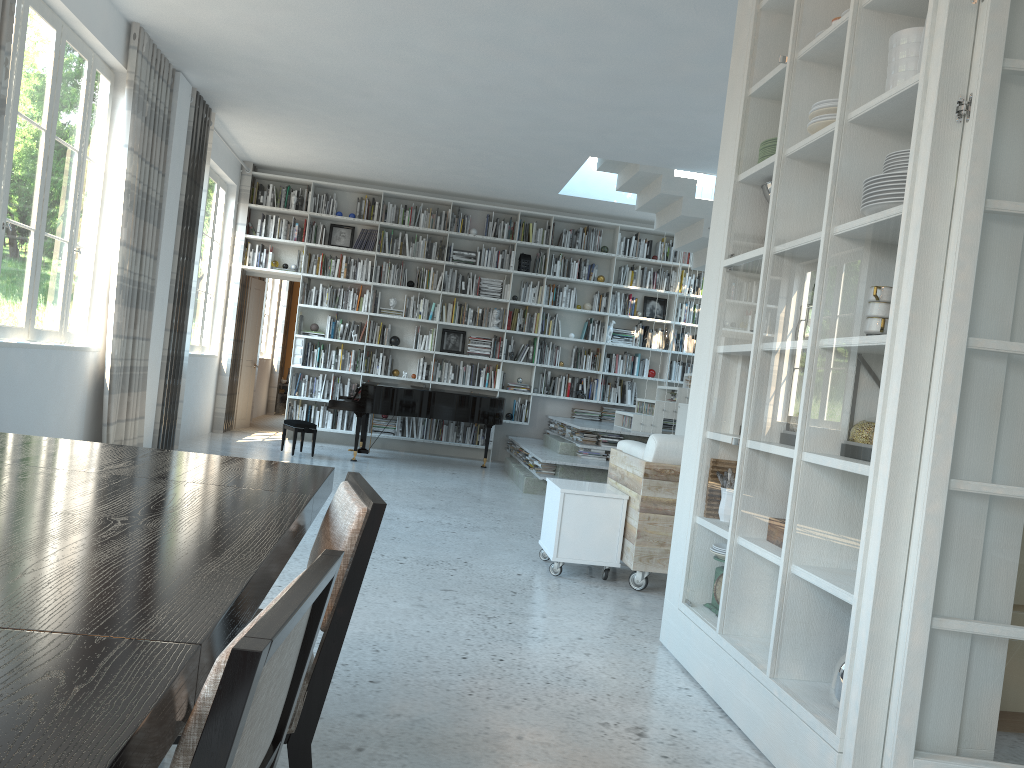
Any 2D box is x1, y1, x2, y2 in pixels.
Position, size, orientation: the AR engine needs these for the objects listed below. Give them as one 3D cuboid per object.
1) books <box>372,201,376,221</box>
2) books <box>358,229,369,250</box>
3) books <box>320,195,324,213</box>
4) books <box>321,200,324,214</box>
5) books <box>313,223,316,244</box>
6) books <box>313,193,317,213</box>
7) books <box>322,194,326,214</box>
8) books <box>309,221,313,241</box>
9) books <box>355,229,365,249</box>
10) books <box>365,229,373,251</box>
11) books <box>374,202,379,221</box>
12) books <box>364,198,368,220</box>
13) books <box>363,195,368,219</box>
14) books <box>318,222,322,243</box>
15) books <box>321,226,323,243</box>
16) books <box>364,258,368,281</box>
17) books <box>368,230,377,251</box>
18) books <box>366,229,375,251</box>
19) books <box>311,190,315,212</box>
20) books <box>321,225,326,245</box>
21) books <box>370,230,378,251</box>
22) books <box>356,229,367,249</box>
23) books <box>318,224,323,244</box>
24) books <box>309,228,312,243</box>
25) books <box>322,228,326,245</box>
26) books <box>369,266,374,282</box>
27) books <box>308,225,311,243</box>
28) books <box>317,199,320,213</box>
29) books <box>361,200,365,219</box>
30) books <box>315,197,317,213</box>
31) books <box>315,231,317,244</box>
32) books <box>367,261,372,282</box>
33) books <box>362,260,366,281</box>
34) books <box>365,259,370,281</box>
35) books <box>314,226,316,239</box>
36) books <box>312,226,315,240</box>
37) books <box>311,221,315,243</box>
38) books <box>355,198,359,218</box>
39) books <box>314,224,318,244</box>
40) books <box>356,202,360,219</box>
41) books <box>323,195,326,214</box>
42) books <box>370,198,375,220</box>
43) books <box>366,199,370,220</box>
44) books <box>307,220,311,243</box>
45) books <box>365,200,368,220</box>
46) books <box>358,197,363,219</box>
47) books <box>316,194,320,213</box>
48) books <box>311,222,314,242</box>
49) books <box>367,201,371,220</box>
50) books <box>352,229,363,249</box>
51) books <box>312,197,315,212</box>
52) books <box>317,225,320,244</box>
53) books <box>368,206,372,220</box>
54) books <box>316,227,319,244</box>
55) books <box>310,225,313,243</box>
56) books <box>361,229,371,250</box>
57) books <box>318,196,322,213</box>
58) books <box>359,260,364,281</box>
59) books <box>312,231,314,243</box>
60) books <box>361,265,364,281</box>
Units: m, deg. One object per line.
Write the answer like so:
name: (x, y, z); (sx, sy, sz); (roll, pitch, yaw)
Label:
books: (-1.691, -2.100, 10.890); (0.022, 0.260, 0.152); (7, 1, -7)
books: (-1.820, -1.753, 10.888); (0.110, 0.279, 0.174); (7, 1, -7)
books: (-2.317, -2.166, 10.806); (0.016, 0.243, 0.156); (7, 1, -7)
books: (-2.307, -2.139, 10.817); (0.014, 0.192, 0.146); (7, 1, -7)
books: (-2.401, -1.814, 10.797); (0.009, 0.260, 0.184); (7, 1, -7)
books: (-2.402, -2.184, 10.801); (0.007, 0.259, 0.156); (7, 1, -7)
books: (-2.287, -2.171, 10.805); (0.016, 0.261, 0.154); (7, 1, -7)
books: (-2.451, -1.833, 10.797); (0.006, 0.287, 0.148); (7, 1, -7)
books: (-1.865, -1.758, 10.882); (0.110, 0.279, 0.174); (7, 1, -7)
books: (-1.757, -1.751, 10.895); (0.078, 0.286, 0.174); (7, 1, -7)
books: (-1.663, -2.094, 10.880); (0.031, 0.254, 0.178); (7, 1, -7)
books: (-1.790, -2.123, 10.871); (0.013, 0.283, 0.166); (7, 1, -7)
books: (-1.802, -2.144, 10.884); (0.014, 0.321, 0.136); (7, 1, -7)
books: (-2.338, -1.817, 10.806); (0.005, 0.281, 0.190); (7, 1, -7)
books: (-2.309, -1.798, 10.810); (0.011, 0.250, 0.168); (7, 1, -7)
books: (-1.790, -1.388, 10.871); (0.012, 0.291, 0.182); (7, 1, -7)
books: (-1.713, -1.745, 10.900); (0.078, 0.286, 0.174); (7, 1, -7)
books: (-1.736, -1.748, 10.902); (0.078, 0.286, 0.174); (7, 1, -7)
books: (-2.424, -2.200, 10.801); (0.007, 0.285, 0.159); (7, 1, -7)
books: (-2.298, -1.799, 10.810); (0.012, 0.255, 0.166); (7, 1, -7)
books: (-1.689, -1.743, 10.889); (0.078, 0.286, 0.174); (7, 1, -7)
books: (-1.841, -1.755, 10.867); (0.110, 0.279, 0.174); (7, 1, -7)
books: (-2.324, -1.804, 10.799); (0.023, 0.258, 0.183); (7, 1, -7)
books: (-2.445, -1.791, 10.803); (0.015, 0.207, 0.172); (7, 1, -7)
books: (-2.287, -1.778, 10.804); (0.012, 0.214, 0.185); (7, 1, -7)
books: (-1.712, -1.334, 10.866); (0.039, 0.202, 0.236); (7, 1, -7)
books: (-2.464, -1.808, 10.820); (0.006, 0.233, 0.136); (7, 1, -7)
books: (-2.350, -2.145, 10.814); (0.017, 0.194, 0.129); (7, 1, -7)
books: (-1.824, -2.110, 10.856); (0.028, 0.249, 0.155); (7, 1, -7)
books: (-2.385, -2.157, 10.803); (0.032, 0.210, 0.158); (7, 1, -7)
books: (-2.382, -1.789, 10.829); (0.012, 0.214, 0.132); (7, 1, -7)
books: (-1.748, -1.369, 10.886); (0.035, 0.264, 0.177); (7, 1, -7)
books: (-1.813, -1.378, 10.898); (0.024, 0.266, 0.155); (7, 1, -7)
books: (-1.775, -1.385, 10.885); (0.022, 0.289, 0.169); (7, 1, -7)
books: (-2.393, -1.808, 10.808); (0.010, 0.249, 0.166); (7, 1, -7)
books: (-2.415, -1.800, 10.792); (0.009, 0.228, 0.184); (7, 1, -7)
books: (-2.420, -1.831, 10.807); (0.006, 0.289, 0.144); (7, 1, -7)
books: (-1.896, -2.133, 10.866); (0.013, 0.278, 0.150); (7, 1, -7)
books: (-2.384, -1.805, 10.787); (0.004, 0.246, 0.189); (7, 1, -7)
books: (-1.878, -2.101, 10.856); (0.028, 0.218, 0.153); (7, 1, -7)
books: (-2.274, -2.175, 10.805); (0.007, 0.272, 0.154); (7, 1, -7)
books: (-1.709, -2.120, 10.863); (0.025, 0.297, 0.163); (7, 1, -7)
books: (-1.767, -2.116, 10.863); (0.011, 0.274, 0.183); (7, 1, -7)
books: (-2.463, -1.838, 10.785); (0.005, 0.293, 0.184); (7, 1, -7)
books: (-1.778, -2.112, 10.861); (0.010, 0.263, 0.156); (7, 1, -7)
books: (-1.849, -2.128, 10.854); (0.024, 0.280, 0.187); (7, 1, -7)
books: (-2.360, -2.174, 10.798); (0.012, 0.249, 0.180); (7, 1, -7)
books: (-2.426, -1.826, 10.804); (0.005, 0.277, 0.146); (7, 1, -7)
books: (-1.760, -2.105, 10.893); (0.013, 0.254, 0.129); (7, 1, -7)
books: (-1.887, -1.761, 10.871); (0.110, 0.279, 0.174); (7, 1, -7)
books: (-2.416, -2.158, 10.795); (0.017, 0.204, 0.142); (7, 1, -7)
books: (-2.352, -1.800, 10.807); (0.019, 0.244, 0.153); (7, 1, -7)
books: (-1.742, -2.071, 10.872); (0.027, 0.190, 0.177); (7, 1, -7)
books: (-2.364, -1.789, 10.795); (0.018, 0.219, 0.186); (7, 1, -7)
books: (-2.434, -1.807, 10.804); (0.005, 0.238, 0.154); (7, 1, -7)
books: (-1.788, -1.751, 10.871); (0.097, 0.282, 0.174); (7, 1, -7)
books: (-2.332, -2.158, 10.799); (0.013, 0.225, 0.176); (7, 1, -7)
books: (-1.847, -1.381, 10.872); (0.022, 0.263, 0.174); (7, 1, -7)
books: (-2.408, -1.792, 10.783); (0.004, 0.214, 0.186); (7, 1, -7)
books: (-1.834, -1.350, 10.887); (0.013, 0.206, 0.172); (7, 1, -7)
